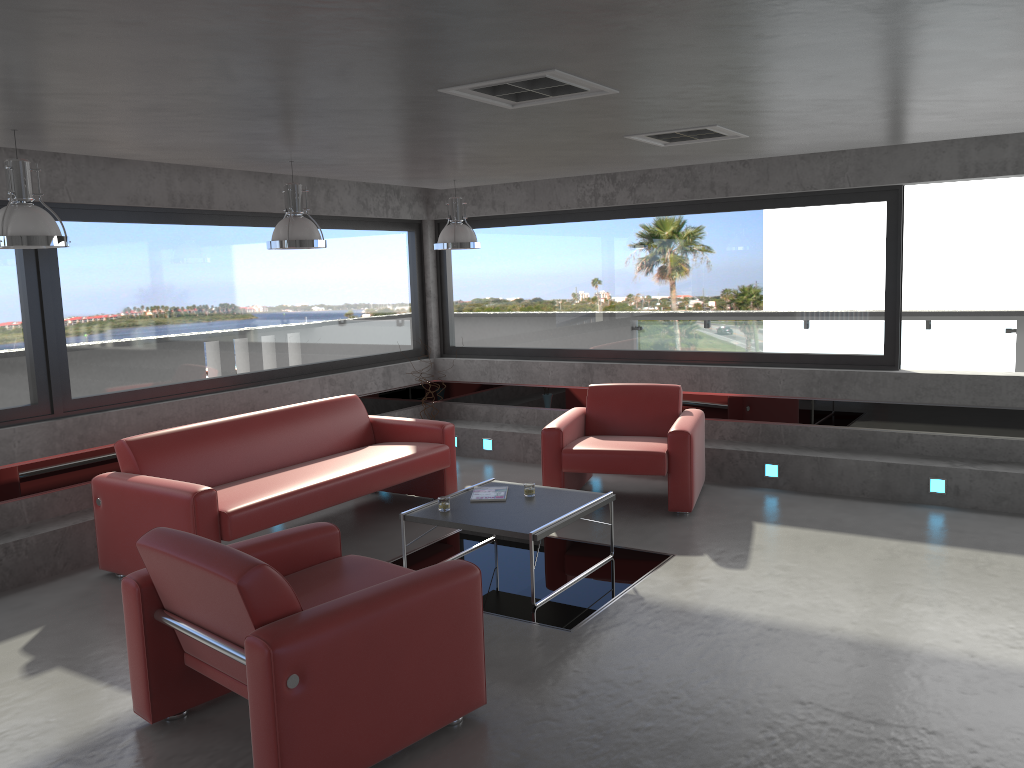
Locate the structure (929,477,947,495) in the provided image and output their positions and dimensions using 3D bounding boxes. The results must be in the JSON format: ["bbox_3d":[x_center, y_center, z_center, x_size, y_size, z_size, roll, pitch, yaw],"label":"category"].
[{"bbox_3d":[3.241,0.776,6.753,0.123,0.123,0.004,3,9,32],"label":"structure"}]

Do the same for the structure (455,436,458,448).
[{"bbox_3d":[-0.612,0.596,9.210,0.123,0.123,0.004,3,9,32],"label":"structure"}]

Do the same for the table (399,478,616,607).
[{"bbox_3d":[-0.006,0.963,5.636,0.994,0.436,1.018,3,9,32],"label":"table"}]

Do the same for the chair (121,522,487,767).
[{"bbox_3d":[-0.863,0.975,3.810,1.196,0.854,1.130,5,10,42],"label":"chair"}]

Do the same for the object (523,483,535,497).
[{"bbox_3d":[0.115,0.692,5.800,0.079,0.077,0.079,4,10,41],"label":"object"}]

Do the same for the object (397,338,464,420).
[{"bbox_3d":[-0.790,0.198,8.469,0.466,1.289,0.531,-9,10,-44],"label":"object"}]

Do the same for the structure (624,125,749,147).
[{"bbox_3d":[1.036,-1.583,5.246,0.563,0.240,0.563,3,9,32],"label":"structure"}]

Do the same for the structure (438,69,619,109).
[{"bbox_3d":[0.074,-1.360,3.754,0.563,0.240,0.563,3,9,32],"label":"structure"}]

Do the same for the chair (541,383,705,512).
[{"bbox_3d":[0.925,0.479,7.227,1.196,0.854,1.130,0,8,18],"label":"chair"}]

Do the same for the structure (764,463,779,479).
[{"bbox_3d":[2.175,0.726,7.433,0.123,0.123,0.004,3,9,32],"label":"structure"}]

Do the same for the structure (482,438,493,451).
[{"bbox_3d":[-0.247,0.613,8.977,0.123,0.123,0.004,3,9,32],"label":"structure"}]

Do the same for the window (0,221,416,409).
[{"bbox_3d":[-3.142,-0.543,6.367,0.003,1.364,7.800,3,9,32],"label":"window"}]

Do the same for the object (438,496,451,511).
[{"bbox_3d":[-0.421,0.746,5.519,0.079,0.077,0.079,0,8,16],"label":"object"}]

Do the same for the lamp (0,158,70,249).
[{"bbox_3d":[-2.394,-0.880,4.330,0.389,0.422,0.388,3,9,32],"label":"lamp"}]

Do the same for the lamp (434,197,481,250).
[{"bbox_3d":[-0.459,-1.329,7.332,0.388,0.422,0.389,1,8,22],"label":"lamp"}]

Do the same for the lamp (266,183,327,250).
[{"bbox_3d":[-1.426,-1.105,5.831,0.389,0.422,0.388,3,9,32],"label":"lamp"}]

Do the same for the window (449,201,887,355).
[{"bbox_3d":[1.187,-0.964,8.510,4.583,1.364,0.003,3,9,32],"label":"window"}]

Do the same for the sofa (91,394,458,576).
[{"bbox_3d":[-1.560,0.653,6.533,1.120,0.854,2.626,3,9,32],"label":"sofa"}]

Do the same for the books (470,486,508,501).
[{"bbox_3d":[-0.147,0.722,5.858,0.228,0.022,0.326,-2,7,3],"label":"books"}]
